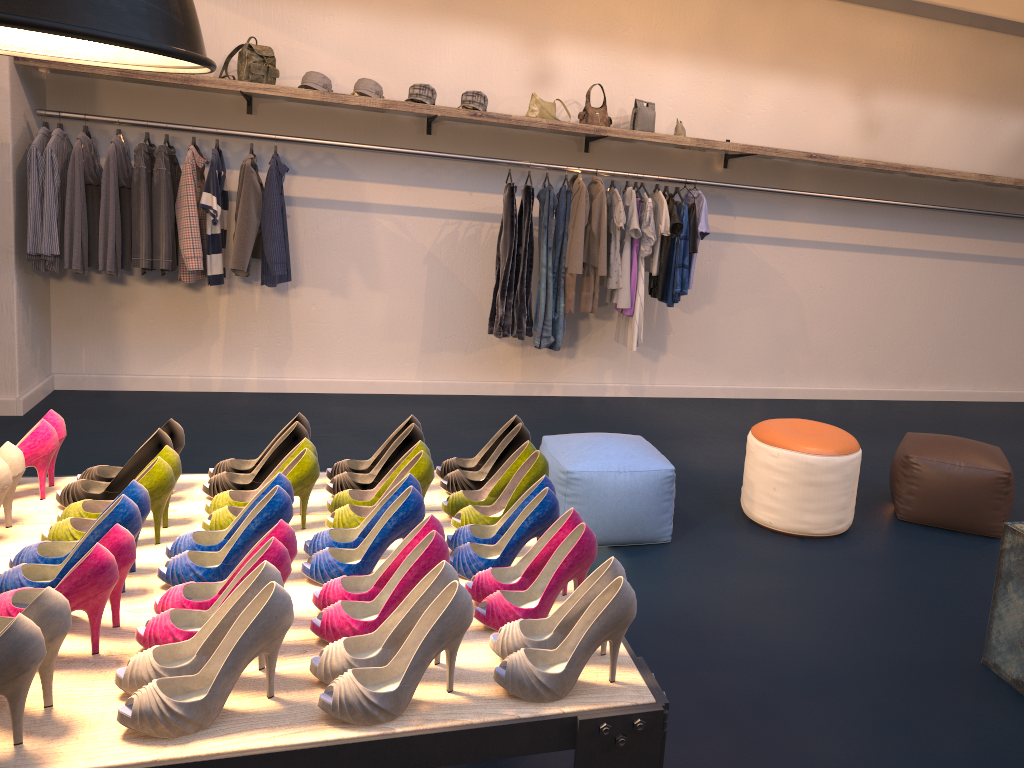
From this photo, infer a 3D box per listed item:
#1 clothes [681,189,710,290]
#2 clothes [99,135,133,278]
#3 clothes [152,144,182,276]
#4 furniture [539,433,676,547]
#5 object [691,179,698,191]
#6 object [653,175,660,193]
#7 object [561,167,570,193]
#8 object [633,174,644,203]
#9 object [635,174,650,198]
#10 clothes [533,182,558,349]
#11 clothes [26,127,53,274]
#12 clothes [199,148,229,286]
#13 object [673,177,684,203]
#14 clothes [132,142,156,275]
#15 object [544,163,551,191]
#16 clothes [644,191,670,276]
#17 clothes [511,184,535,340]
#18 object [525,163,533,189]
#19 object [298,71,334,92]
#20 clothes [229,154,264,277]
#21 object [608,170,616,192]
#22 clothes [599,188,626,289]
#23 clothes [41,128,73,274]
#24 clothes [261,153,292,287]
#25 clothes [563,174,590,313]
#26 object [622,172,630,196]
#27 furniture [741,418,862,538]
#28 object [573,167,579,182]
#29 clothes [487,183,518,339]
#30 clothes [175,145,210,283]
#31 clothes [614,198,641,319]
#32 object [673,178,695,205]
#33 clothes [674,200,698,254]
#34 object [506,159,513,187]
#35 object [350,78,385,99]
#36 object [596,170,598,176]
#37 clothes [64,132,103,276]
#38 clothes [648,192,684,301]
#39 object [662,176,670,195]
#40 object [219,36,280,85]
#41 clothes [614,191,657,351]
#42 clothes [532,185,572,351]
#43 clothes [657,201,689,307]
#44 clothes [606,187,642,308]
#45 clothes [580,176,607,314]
[{"bbox_3d":[1.277,-1.039,6.203,0.130,0.691,0.529,2,11,-14],"label":"clothes"},{"bbox_3d":[-2.247,-1.029,4.992,0.200,0.791,0.505,1,11,-17],"label":"clothes"},{"bbox_3d":[-1.996,-1.015,5.071,0.133,0.744,0.639,3,11,-10],"label":"clothes"},{"bbox_3d":[0.435,0.462,4.091,0.682,0.417,0.625,2,13,-17],"label":"furniture"},{"bbox_3d":[1.293,-1.360,6.149,0.018,0.176,0.394,3,13,-10],"label":"object"},{"bbox_3d":[1.012,-1.356,6.052,0.009,0.195,0.376,3,13,-11],"label":"object"},{"bbox_3d":[0.363,-1.378,5.827,0.015,0.174,0.225,2,12,-12],"label":"object"},{"bbox_3d":[0.855,-1.360,6.001,0.015,0.195,0.350,2,13,-12],"label":"object"},{"bbox_3d":[0.901,-1.369,6.016,0.015,0.174,0.350,2,13,-12],"label":"object"},{"bbox_3d":[0.229,-0.779,5.839,0.169,1.122,0.215,-2,11,-34],"label":"clothes"},{"bbox_3d":[-2.609,-1.019,4.831,0.128,0.804,0.524,2,11,-12],"label":"clothes"},{"bbox_3d":[-1.757,-1.001,5.169,0.129,0.784,0.549,3,11,-10],"label":"clothes"},{"bbox_3d":[1.162,-1.344,6.108,0.010,0.216,0.418,3,13,-11],"label":"object"},{"bbox_3d":[-2.094,-1.016,5.037,0.133,0.744,0.639,3,11,-10],"label":"clothes"},{"bbox_3d":[0.233,-1.380,5.781,0.015,0.174,0.225,2,12,-12],"label":"object"},{"bbox_3d":[0.995,-1.067,6.103,0.081,0.578,0.504,2,11,-12],"label":"clothes"},{"bbox_3d":[0.094,-0.812,5.839,0.155,1.034,0.221,2,10,-14],"label":"clothes"},{"bbox_3d":[0.114,-1.382,5.739,0.015,0.174,0.225,2,12,-12],"label":"object"},{"bbox_3d":[-1.201,-1.841,5.287,0.176,0.124,0.254,10,13,21],"label":"object"},{"bbox_3d":[-1.589,-1.016,5.229,0.182,0.725,0.678,2,12,-14],"label":"clothes"},{"bbox_3d":[0.689,-1.351,5.943,0.010,0.216,0.417,2,13,-12],"label":"object"},{"bbox_3d":[0.689,-1.007,6.002,0.122,0.677,0.530,2,11,-13],"label":"clothes"},{"bbox_3d":[-2.542,-1.017,4.855,0.128,0.804,0.524,2,11,-12],"label":"clothes"},{"bbox_3d":[-1.430,-1.004,5.286,0.183,0.786,0.653,2,11,-13],"label":"clothes"},{"bbox_3d":[0.423,-0.953,5.924,0.195,0.935,0.498,2,11,-17],"label":"clothes"},{"bbox_3d":[0.795,-1.360,5.975,0.013,0.195,0.292,3,13,-11],"label":"object"},{"bbox_3d":[1.472,0.457,4.424,0.604,0.474,0.564,2,12,-13],"label":"furniture"},{"bbox_3d":[0.442,-1.375,5.853,0.018,0.176,0.395,3,13,-10],"label":"object"},{"bbox_3d":[-0.059,-0.815,5.770,0.155,1.034,0.221,2,10,-14],"label":"clothes"},{"bbox_3d":[-1.866,-1.012,5.132,0.183,0.786,0.653,2,11,-13],"label":"clothes"},{"bbox_3d":[0.823,-0.868,6.079,0.096,0.865,0.321,3,10,-11],"label":"clothes"},{"bbox_3d":[1.218,-1.360,6.121,0.018,0.176,0.394,3,13,-10],"label":"object"},{"bbox_3d":[1.184,-1.107,6.135,0.145,0.366,0.440,2,12,-14],"label":"clothes"},{"bbox_3d":[-0.016,-1.385,5.694,0.015,0.174,0.225,2,12,-12],"label":"object"},{"bbox_3d":[-0.902,-1.836,5.392,0.176,0.124,0.254,10,13,21],"label":"object"},{"bbox_3d":[0.569,-1.372,5.893,0.018,0.176,0.395,3,13,-10],"label":"object"},{"bbox_3d":[-2.408,-1.032,4.936,0.200,0.791,0.505,1,11,-17],"label":"clothes"},{"bbox_3d":[1.050,-0.974,6.132,0.144,0.742,0.547,3,11,-10],"label":"clothes"},{"bbox_3d":[1.080,-1.345,6.080,0.010,0.216,0.419,3,13,-10],"label":"object"},{"bbox_3d":[-1.589,-1.934,5.185,0.373,0.280,0.247,5,11,0],"label":"object"},{"bbox_3d":[0.879,-0.796,6.117,0.136,1.095,0.482,2,10,-13],"label":"clothes"},{"bbox_3d":[0.284,-0.796,5.935,0.241,1.122,0.202,3,9,-9],"label":"clothes"},{"bbox_3d":[1.151,-0.930,6.184,0.131,0.759,0.471,2,11,-13],"label":"clothes"},{"bbox_3d":[0.775,-0.956,6.043,0.146,0.821,0.500,3,10,-9],"label":"clothes"},{"bbox_3d":[0.534,-0.950,5.958,0.195,0.935,0.498,2,11,-17],"label":"clothes"}]
